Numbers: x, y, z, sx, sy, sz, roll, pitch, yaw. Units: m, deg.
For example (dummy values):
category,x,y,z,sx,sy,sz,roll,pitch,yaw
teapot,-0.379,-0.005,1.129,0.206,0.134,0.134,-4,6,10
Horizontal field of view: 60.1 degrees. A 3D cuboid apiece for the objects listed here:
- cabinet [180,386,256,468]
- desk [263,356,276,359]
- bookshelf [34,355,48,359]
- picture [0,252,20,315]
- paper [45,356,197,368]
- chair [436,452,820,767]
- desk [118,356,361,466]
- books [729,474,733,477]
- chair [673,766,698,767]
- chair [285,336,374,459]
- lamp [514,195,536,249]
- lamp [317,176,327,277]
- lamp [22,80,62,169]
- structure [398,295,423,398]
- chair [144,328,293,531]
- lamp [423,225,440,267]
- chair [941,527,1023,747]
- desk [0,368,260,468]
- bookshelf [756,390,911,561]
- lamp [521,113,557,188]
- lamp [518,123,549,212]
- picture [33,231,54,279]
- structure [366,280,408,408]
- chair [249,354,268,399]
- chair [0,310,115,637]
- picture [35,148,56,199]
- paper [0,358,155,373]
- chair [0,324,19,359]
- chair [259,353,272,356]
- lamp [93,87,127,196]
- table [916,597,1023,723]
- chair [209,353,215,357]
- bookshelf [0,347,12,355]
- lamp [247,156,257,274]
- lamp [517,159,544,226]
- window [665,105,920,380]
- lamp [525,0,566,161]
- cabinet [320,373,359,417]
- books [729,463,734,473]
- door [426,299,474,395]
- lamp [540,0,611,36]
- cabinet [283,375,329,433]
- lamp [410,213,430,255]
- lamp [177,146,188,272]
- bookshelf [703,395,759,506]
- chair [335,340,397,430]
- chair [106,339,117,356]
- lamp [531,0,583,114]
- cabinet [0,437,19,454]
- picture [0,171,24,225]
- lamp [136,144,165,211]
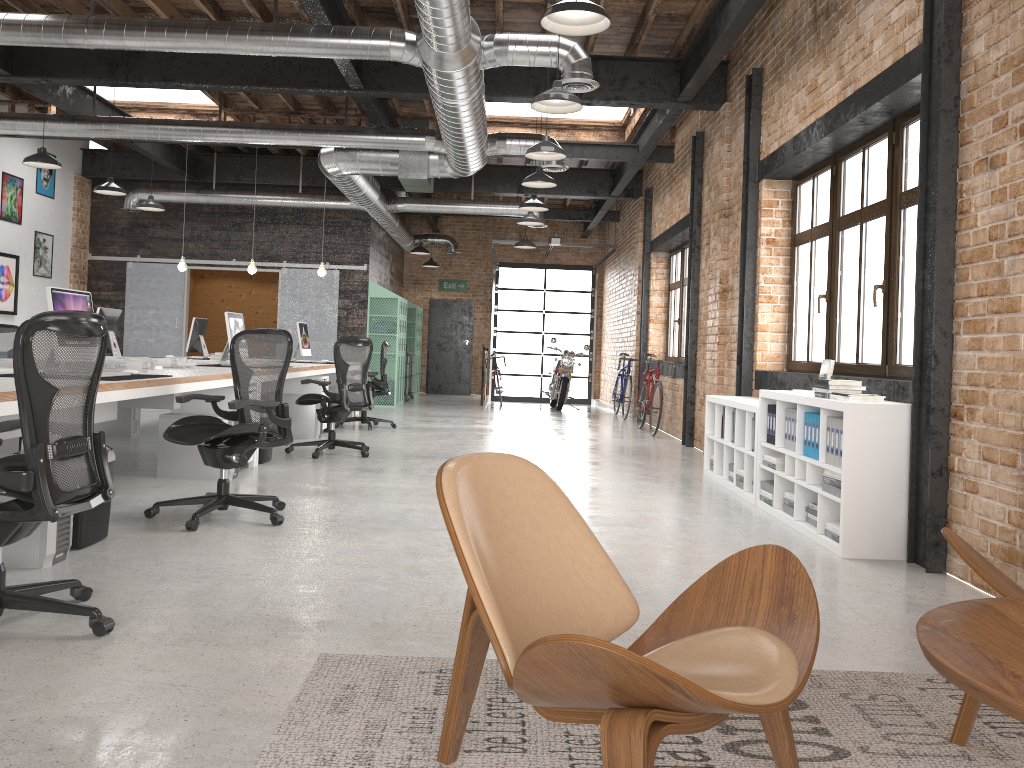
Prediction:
category,x,y,z,sx,sy,sz,roll,pitch,yaw
cabinet,-2.271,0.342,6.837,0.460,0.648,0.387,2,0,-1
desk,-4.609,-0.156,16.829,1.999,0.732,0.998,2,1,0
bookshelf,-6.888,-0.076,13.039,0.400,0.685,1.544,2,2,-1
picture,-7.005,-1.381,12.191,0.054,0.842,0.676,2,0,-1
paper,-3.184,-0.188,7.156,0.975,0.105,1.076,1,3,-36
chair,0.300,0.567,1.907,0.856,0.752,0.868,2,1,-24
desk,-3.226,0.141,9.658,2.312,0.770,5.112,2,2,-1
books,1.814,0.712,6.831,0.219,0.034,0.260,2,2,-1
chair,0.413,0.618,0.621,0.866,0.752,0.857,2,1,-24
chair,-1.641,0.100,8.089,0.792,1.086,0.770,2,0,8
lamp,0.228,-2.655,14.449,0.361,0.857,0.362,2,0,-23
lamp,-2.490,-2.258,11.736,0.123,1.679,0.123,2,-1,-3
lamp,-4.728,-2.633,8.951,0.362,0.857,0.361,2,0,7
structure,-2.167,-0.804,18.243,0.556,2.101,1.117,2,0,-1
chair,-1.590,0.216,5.012,0.771,1.086,0.792,2,0,23
lamp,-1.662,-3.114,18.452,0.361,1.339,0.362,2,-1,-23
chair,1.681,0.605,2.240,0.866,0.752,0.857,2,1,-19
desk,-3.166,0.333,4.540,2.312,0.770,5.112,2,2,-1
bookshelf,1.898,0.475,5.325,0.400,0.800,1.544,2,2,-1
lamp,0.291,-2.451,9.007,0.362,0.857,0.361,2,0,22
lamp,0.283,-2.762,10.561,0.362,1.364,0.361,2,-1,7
picture,-7.017,-1.930,13.260,0.018,0.662,0.532,2,0,-1
structure,-2.131,-0.688,15.171,0.556,2.101,1.117,2,0,-1
chair,-4.550,-0.141,15.863,0.618,0.778,0.581,2,0,-6
chair,-1.722,0.287,2.957,0.792,1.086,0.771,2,0,-17
picture,-6.972,-3.139,13.252,0.018,0.662,0.532,2,0,-1
paper,-2.920,-0.128,5.767,1.134,0.082,0.083,2,1,-6
chair,-4.861,-0.023,8.203,0.770,1.086,0.793,2,0,-32
chair,-5.031,-0.232,17.836,0.618,0.778,0.581,2,0,-6
lamp,-4.737,-2.945,10.505,0.362,1.364,0.361,2,-1,7
table,1.066,0.708,1.361,0.826,0.570,0.827,2,1,-13
chair,-5.256,-0.167,15.855,0.618,0.778,0.581,2,0,-6
bookshelf,-6.868,-0.076,11.495,0.400,0.800,1.544,2,2,-1
lamp,-3.409,-2.291,11.726,0.123,1.679,0.123,2,-1,-3
lamp,0.259,-2.554,11.763,0.362,0.857,0.361,2,0,17
window,2.366,-0.989,8.955,0.147,1.691,8.638,2,2,-1
lamp,0.316,-2.655,7.688,0.361,1.364,0.362,2,-1,-28
cabinet,-2.330,0.150,11.942,0.460,0.648,0.387,2,0,-1
books,1.820,0.658,6.846,0.217,0.078,0.291,2,2,-1
door,-1.375,-0.827,19.664,0.998,2.100,0.218,2,-1,-1
lamp,0.352,-2.538,4.576,0.362,1.364,0.361,2,-1,17
cabinet,-2.306,0.231,9.800,0.460,0.648,0.387,2,0,-1
lamp,-1.633,-3.021,15.982,0.361,1.339,0.362,2,-1,-23
lamp,-4.329,-2.325,11.716,0.123,1.679,0.123,2,-1,-3
bookshelf,1.872,0.474,6.878,0.400,0.685,1.544,2,2,-1
chair,-1.794,-0.009,10.871,0.792,1.086,0.771,2,0,-22
chair,-5.159,-0.137,10.984,0.793,1.086,0.770,2,0,38
lamp,0.325,-2.343,6.134,0.362,0.857,0.361,2,0,17
cabinet,-4.121,0.274,6.818,0.460,0.648,0.387,2,0,-1
picture,-6.981,-2.586,12.366,0.018,0.662,0.532,2,0,-1
lamp,-4.760,-2.736,11.707,0.362,0.857,0.361,2,0,17
